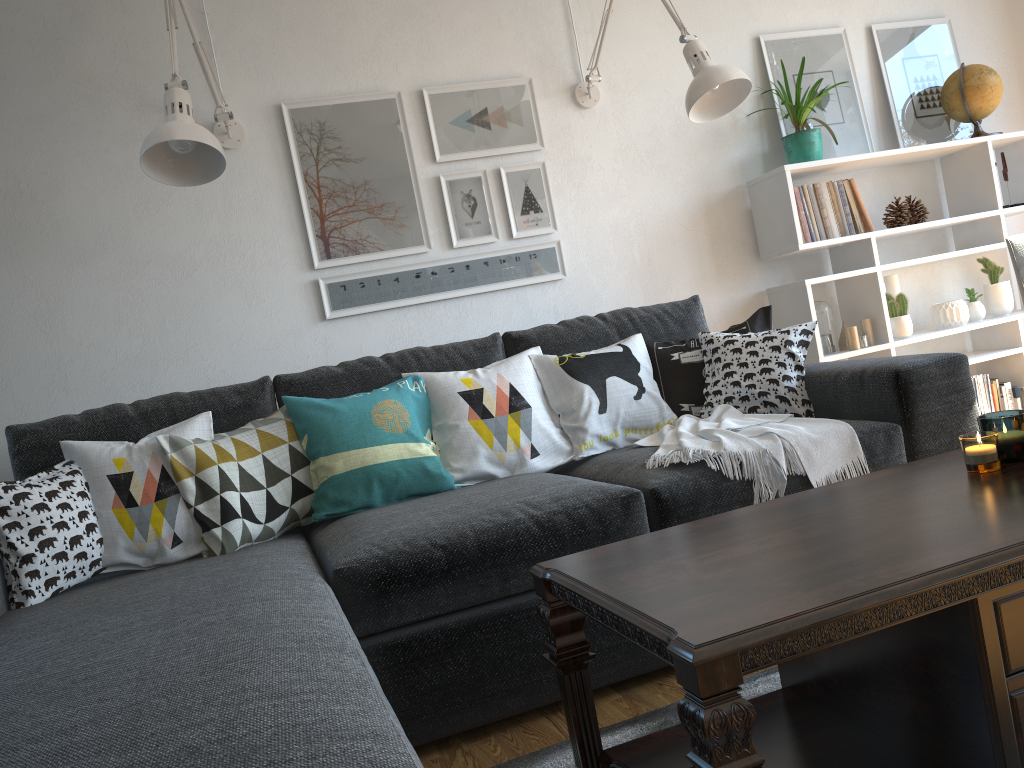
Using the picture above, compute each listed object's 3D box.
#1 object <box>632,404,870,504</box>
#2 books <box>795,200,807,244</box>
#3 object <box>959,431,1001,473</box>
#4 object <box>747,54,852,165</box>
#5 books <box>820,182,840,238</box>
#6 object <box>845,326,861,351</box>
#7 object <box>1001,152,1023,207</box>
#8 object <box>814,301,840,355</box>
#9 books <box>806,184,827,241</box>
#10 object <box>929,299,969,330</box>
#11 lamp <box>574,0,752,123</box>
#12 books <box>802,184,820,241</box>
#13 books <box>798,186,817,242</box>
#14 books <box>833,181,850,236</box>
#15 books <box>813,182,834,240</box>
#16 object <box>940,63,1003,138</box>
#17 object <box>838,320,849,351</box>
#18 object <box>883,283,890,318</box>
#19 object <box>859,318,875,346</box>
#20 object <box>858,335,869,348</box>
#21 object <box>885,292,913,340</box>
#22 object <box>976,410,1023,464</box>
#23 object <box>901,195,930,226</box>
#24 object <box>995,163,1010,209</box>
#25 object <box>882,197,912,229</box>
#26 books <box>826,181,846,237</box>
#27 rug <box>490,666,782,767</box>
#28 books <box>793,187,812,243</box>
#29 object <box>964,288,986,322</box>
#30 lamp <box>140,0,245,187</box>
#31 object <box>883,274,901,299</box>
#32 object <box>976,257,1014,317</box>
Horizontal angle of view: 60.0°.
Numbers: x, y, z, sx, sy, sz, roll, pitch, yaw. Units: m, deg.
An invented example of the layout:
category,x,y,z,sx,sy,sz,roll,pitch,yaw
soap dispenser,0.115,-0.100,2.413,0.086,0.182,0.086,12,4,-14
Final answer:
category,x,y,z,sx,sy,sz,roll,pitch,yaw
object,0.504,0.191,2.243,0.488,0.212,0.606,-12,2,-21
books,0.980,-0.577,3.165,0.047,0.191,0.124,-12,2,-17
object,0.797,0.116,1.506,0.060,0.061,0.060,-12,2,-12
object,1.047,-0.969,3.215,0.423,0.372,0.388,-12,2,-30
books,1.111,-0.614,3.213,0.048,0.208,0.135,-12,2,-17
object,1.172,-0.155,3.208,0.176,0.084,0.078,-9,3,41
object,1.959,-0.803,3.507,0.075,0.230,0.066,-13,3,-37
object,1.124,-0.205,3.237,0.108,0.197,0.108,-11,2,-6
books,1.060,-0.603,3.196,0.044,0.209,0.136,-12,2,-17
object,1.653,-0.262,3.352,0.135,0.098,0.132,-9,3,43
lamp,0.444,-1.113,2.829,0.200,0.670,0.698,-12,2,-26
books,1.039,-0.600,3.189,0.035,0.209,0.129,-12,2,-17
books,1.023,-0.594,3.186,0.033,0.210,0.136,-12,2,-16
books,1.158,-0.621,3.228,0.035,0.204,0.131,-12,2,-17
books,1.085,-0.609,3.200,0.044,0.210,0.133,-12,2,-16
object,1.787,-1.088,3.438,0.217,0.305,0.215,-11,2,0
object,1.229,-0.181,3.260,0.062,0.108,0.062,-12,2,-17
object,1.403,-0.272,3.359,0.051,0.213,0.051,-12,3,-11
object,1.286,-0.186,3.211,0.039,0.099,0.039,-12,3,-21
object,1.257,-0.151,3.183,0.040,0.044,0.040,-11,2,9
object,1.404,-0.248,3.228,0.088,0.173,0.087,-11,2,-1
object,0.860,0.092,1.544,0.079,0.081,0.079,-12,2,-22
object,1.520,-0.655,3.352,0.101,0.125,0.096,-11,2,-2
object,1.840,-0.771,3.459,0.134,0.217,0.066,-11,2,-2
object,1.443,-0.640,3.331,0.103,0.127,0.094,-10,3,29
books,1.137,-0.619,3.220,0.044,0.209,0.133,-12,2,-17
rug,0.820,0.564,1.408,1.811,0.034,1.052,-12,2,-18
books,1.002,-0.591,3.177,0.043,0.205,0.129,-12,2,-17
object,1.774,-0.308,3.407,0.072,0.137,0.072,-13,3,-37
lamp,-0.898,-0.835,2.415,0.200,0.670,0.698,-11,2,-8
object,1.464,-0.298,3.382,0.051,0.238,0.051,-11,3,1
object,1.875,-0.378,3.431,0.097,0.236,0.098,-13,3,-29
